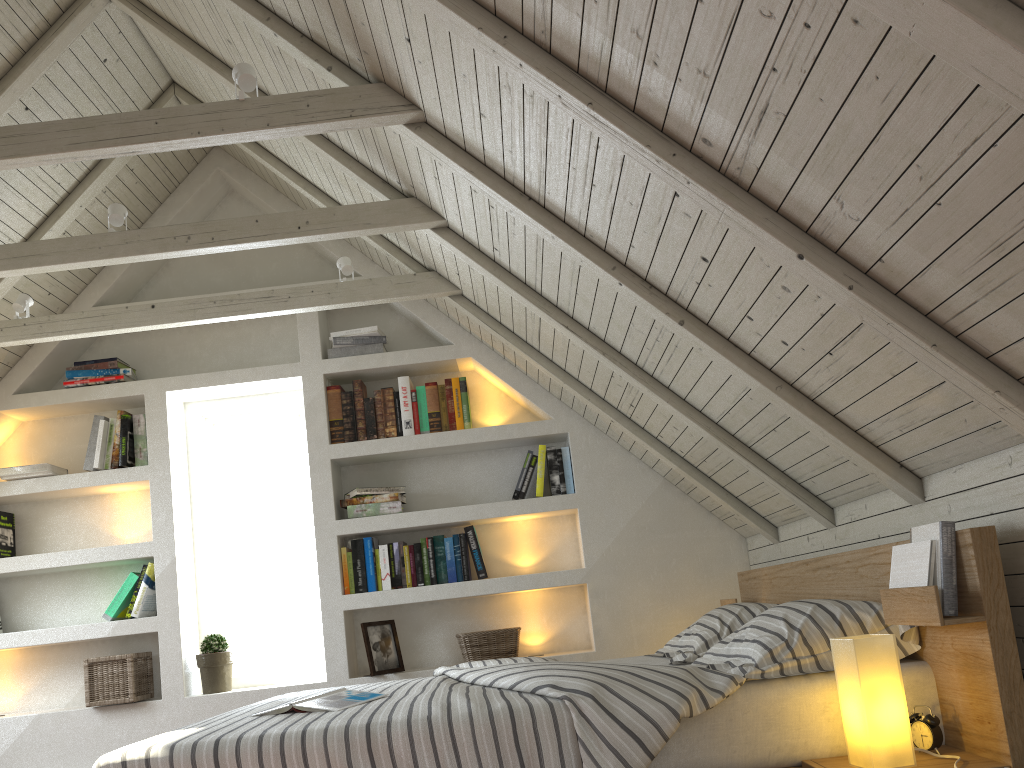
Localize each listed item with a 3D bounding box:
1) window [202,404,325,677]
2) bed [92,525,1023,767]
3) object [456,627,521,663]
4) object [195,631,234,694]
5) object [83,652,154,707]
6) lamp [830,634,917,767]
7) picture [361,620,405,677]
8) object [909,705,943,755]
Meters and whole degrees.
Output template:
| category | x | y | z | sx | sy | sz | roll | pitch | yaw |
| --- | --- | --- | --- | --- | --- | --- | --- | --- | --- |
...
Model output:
| category | x | y | z | sx | sy | sz | roll | pitch | yaw |
| --- | --- | --- | --- | --- | --- | --- | --- | --- | --- |
| window | -2.152 | 0.495 | 3.085 | 3.089 | 1.347 | 1.436 | -1 | -13 | -22 |
| bed | 0.041 | 0.954 | 2.543 | 1.878 | 0.691 | 1.915 | -6 | -14 | 0 |
| object | -0.095 | 1.119 | 3.758 | 0.282 | 0.131 | 0.182 | -4 | -12 | -9 |
| object | -1.279 | 1.193 | 3.792 | 0.159 | 0.266 | 0.163 | -5 | -10 | -7 |
| object | -1.678 | 1.260 | 3.761 | 0.204 | 0.197 | 0.209 | -6 | -11 | 0 |
| lamp | 0.710 | 0.624 | 1.734 | 0.090 | 0.247 | 0.092 | -5 | -9 | -10 |
| picture | -0.568 | 1.113 | 3.707 | 0.128 | 0.219 | 0.174 | -14 | -13 | 39 |
| object | 0.845 | 0.703 | 1.792 | 0.037 | 0.096 | 0.072 | -3 | -11 | -22 |
